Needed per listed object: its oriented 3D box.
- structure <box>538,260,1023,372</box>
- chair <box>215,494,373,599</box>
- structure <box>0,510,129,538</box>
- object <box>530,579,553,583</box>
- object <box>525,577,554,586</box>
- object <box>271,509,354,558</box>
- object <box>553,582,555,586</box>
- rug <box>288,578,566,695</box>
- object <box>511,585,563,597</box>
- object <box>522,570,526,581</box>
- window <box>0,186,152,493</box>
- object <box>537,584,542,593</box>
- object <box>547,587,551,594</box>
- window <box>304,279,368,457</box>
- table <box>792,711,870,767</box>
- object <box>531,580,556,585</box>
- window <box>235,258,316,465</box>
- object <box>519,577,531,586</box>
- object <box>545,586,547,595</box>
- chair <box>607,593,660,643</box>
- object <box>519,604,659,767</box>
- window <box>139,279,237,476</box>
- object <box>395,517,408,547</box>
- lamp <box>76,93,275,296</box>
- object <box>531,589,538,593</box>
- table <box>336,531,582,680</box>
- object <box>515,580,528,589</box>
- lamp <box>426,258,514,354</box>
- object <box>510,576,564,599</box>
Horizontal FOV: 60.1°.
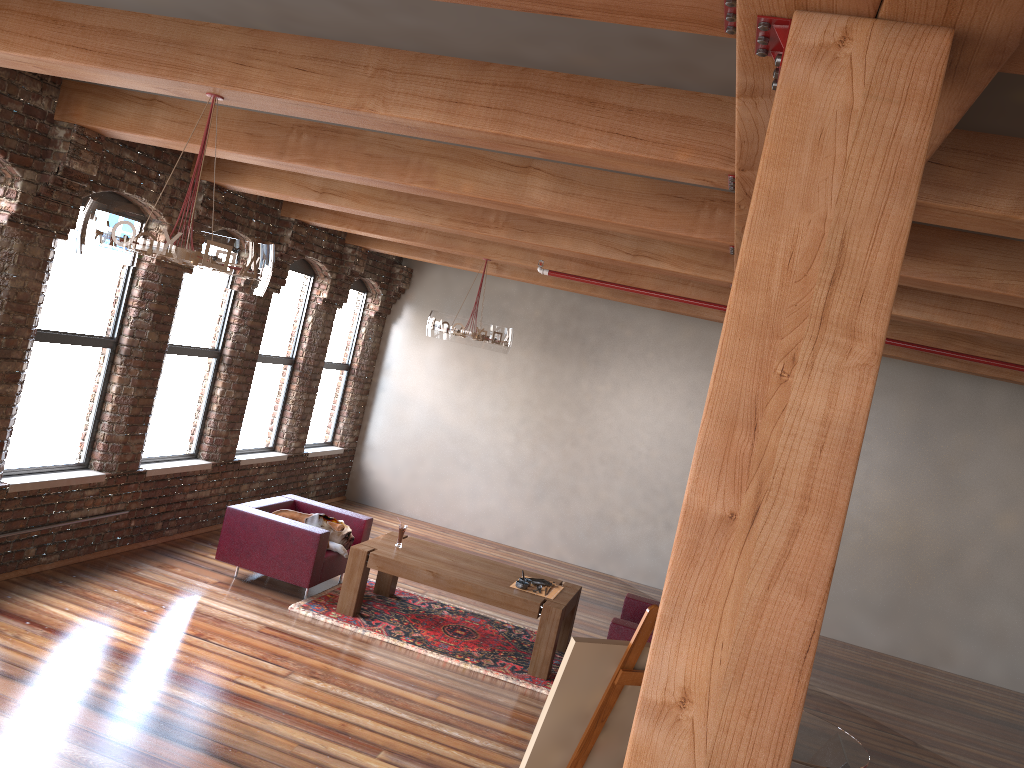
[{"bbox_3d":[3.420,-0.199,6.396,6.825,0.112,0.051,13,0,15],"label":"structure"},{"bbox_3d":[-1.852,1.392,7.617,0.868,0.593,1.068,13,1,14],"label":"chair"},{"bbox_3d":[-4.802,0.792,0.618,1.635,0.313,13.690,13,2,7],"label":"structure"},{"bbox_3d":[0.211,1.597,7.203,0.269,0.008,0.007,12,1,-20],"label":"object"},{"bbox_3d":[0.213,1.610,7.197,0.212,0.018,0.154,12,2,-31],"label":"object"},{"bbox_3d":[-1.712,1.245,7.528,0.753,0.297,0.365,13,1,-14],"label":"object"},{"bbox_3d":[0.341,1.636,7.242,0.018,0.021,0.059,13,1,1],"label":"object"},{"bbox_3d":[-0.420,2.038,7.217,2.468,0.009,1.340,13,2,15],"label":"rug"},{"bbox_3d":[0.205,1.622,7.079,0.333,0.003,0.470,13,2,14],"label":"object"},{"bbox_3d":[0.098,1.547,7.077,0.045,0.080,0.138,13,1,-21],"label":"object"},{"bbox_3d":[-3.180,-0.353,6.543,0.236,2.216,0.965,13,0,14],"label":"window"},{"bbox_3d":[0.217,1.611,6.974,0.045,0.030,0.153,13,2,-2],"label":"object"},{"bbox_3d":[0.293,1.639,7.025,0.007,0.008,0.270,13,2,9],"label":"object"},{"bbox_3d":[-2.116,-0.241,10.801,0.236,2.216,0.965,13,0,14],"label":"window"},{"bbox_3d":[1.160,2.035,4.065,0.725,0.925,0.718,13,0,39],"label":"table"},{"bbox_3d":[0.227,1.601,7.179,0.270,0.008,0.007,13,0,-11],"label":"object"},{"bbox_3d":[-2.471,-0.278,9.382,0.236,2.216,0.965,13,0,14],"label":"window"},{"bbox_3d":[0.103,1.576,7.049,0.098,0.043,0.099,12,2,-38],"label":"object"},{"bbox_3d":[0.266,1.634,6.994,0.007,0.008,0.270,13,2,3],"label":"object"},{"bbox_3d":[1.178,2.114,6.786,0.868,0.593,1.068,13,1,14],"label":"chair"},{"bbox_3d":[0.346,1.259,2.706,0.699,2.142,0.687,13,-1,-26],"label":"object"},{"bbox_3d":[-2.825,-0.316,7.962,0.236,2.216,0.965,13,0,14],"label":"window"},{"bbox_3d":[-0.925,1.236,7.371,0.075,0.232,0.095,13,-1,-43],"label":"object"},{"bbox_3d":[-1.392,-0.870,3.877,0.805,0.815,0.813,13,1,-33],"label":"lamp"},{"bbox_3d":[0.176,1.609,6.892,0.058,0.021,0.018,12,1,-34],"label":"object"},{"bbox_3d":[-0.404,1.762,7.226,1.754,0.550,0.898,13,1,14],"label":"table"},{"bbox_3d":[0.077,1.574,6.934,0.099,0.043,0.098,14,2,40],"label":"object"},{"bbox_3d":[-0.322,-0.756,8.161,0.805,0.815,0.813,13,1,-35],"label":"lamp"},{"bbox_3d":[0.204,1.622,7.080,0.353,0.001,0.468,13,2,14],"label":"object"}]
